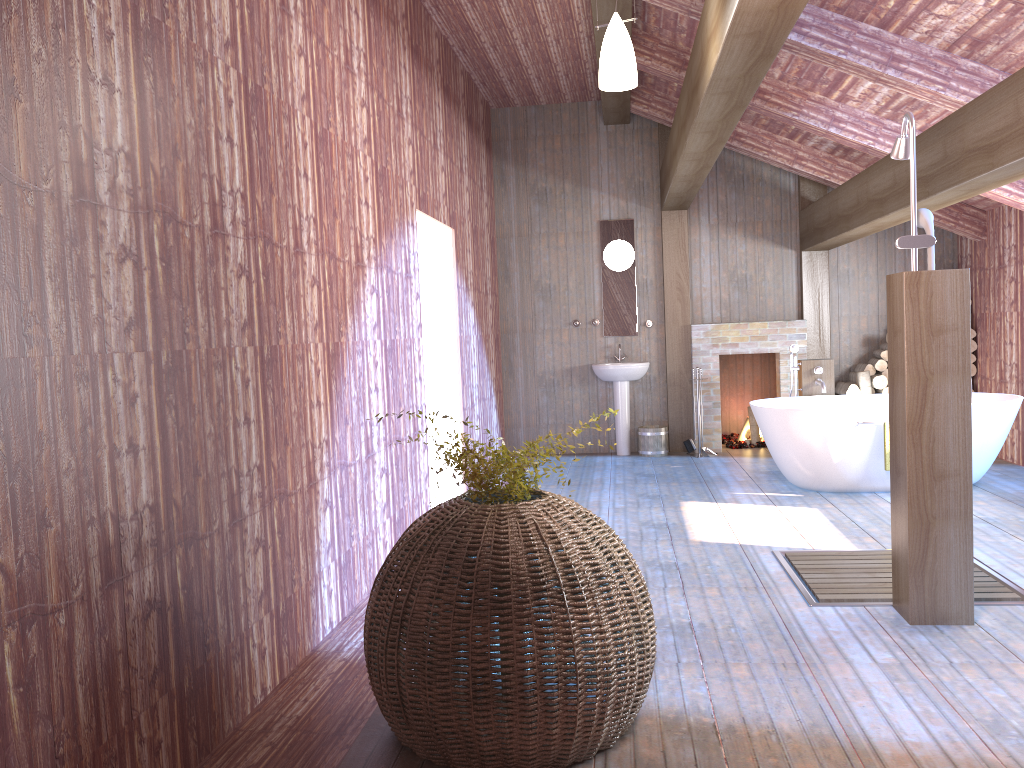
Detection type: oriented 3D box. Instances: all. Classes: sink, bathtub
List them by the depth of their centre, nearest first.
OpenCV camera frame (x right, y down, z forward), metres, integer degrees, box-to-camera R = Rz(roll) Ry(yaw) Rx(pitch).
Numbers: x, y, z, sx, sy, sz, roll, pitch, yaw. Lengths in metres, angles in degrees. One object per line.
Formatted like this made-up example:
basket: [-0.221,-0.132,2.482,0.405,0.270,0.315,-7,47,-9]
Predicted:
bathtub: [2.846,0.234,6.857,1.935,1.109,1.460,-1,4,29]
sink: [1.116,0.166,9.012,0.582,1.143,0.475,-2,3,7]

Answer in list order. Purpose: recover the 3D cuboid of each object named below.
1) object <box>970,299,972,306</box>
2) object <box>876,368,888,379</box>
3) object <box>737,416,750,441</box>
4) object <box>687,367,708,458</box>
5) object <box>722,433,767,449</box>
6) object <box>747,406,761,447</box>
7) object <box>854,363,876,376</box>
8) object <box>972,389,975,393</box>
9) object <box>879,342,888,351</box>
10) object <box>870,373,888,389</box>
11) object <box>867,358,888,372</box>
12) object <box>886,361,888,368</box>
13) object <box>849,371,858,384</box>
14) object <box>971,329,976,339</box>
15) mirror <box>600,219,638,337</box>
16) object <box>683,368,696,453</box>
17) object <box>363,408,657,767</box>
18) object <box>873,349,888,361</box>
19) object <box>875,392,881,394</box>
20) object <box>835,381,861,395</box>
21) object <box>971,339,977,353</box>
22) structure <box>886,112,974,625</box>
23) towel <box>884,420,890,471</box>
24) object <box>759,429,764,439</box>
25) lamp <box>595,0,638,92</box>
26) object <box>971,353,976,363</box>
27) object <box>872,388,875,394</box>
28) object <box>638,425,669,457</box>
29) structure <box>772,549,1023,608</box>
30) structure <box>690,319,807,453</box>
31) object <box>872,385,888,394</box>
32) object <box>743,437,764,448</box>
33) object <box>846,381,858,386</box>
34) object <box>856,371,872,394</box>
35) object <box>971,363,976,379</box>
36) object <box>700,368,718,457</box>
object: [4.327,-0.771,8.561,0.112,0.113,0.271,-2,3,7]
object: [3.624,-0.104,8.660,0.111,0.113,0.301,-2,3,6]
object: [2.514,0.497,9.499,0.221,0.306,0.121,0,4,34]
object: [1.831,0.271,8.828,0.333,0.888,0.276,-5,4,-41]
object: [2.602,0.606,9.650,0.829,0.085,0.935,-3,3,-11]
object: [2.546,0.449,9.325,0.098,0.434,0.283,-2,3,5]
object: [3.465,-0.144,8.708,0.114,0.113,0.301,-2,3,5]
object: [4.335,0.090,8.598,0.139,0.137,0.455,-2,3,5]
object: [3.705,-0.333,8.629,0.135,0.145,0.439,-2,3,8]
object: [3.537,-0.035,8.665,0.138,0.147,0.440,-2,3,8]
object: [3.560,-0.190,8.645,0.115,0.123,0.291,-2,3,8]
object: [3.698,-0.196,8.633,0.141,0.143,0.437,-2,3,5]
object: [3.429,-0.062,8.787,0.108,0.113,0.302,-2,3,8]
object: [4.333,-0.492,8.541,0.102,0.109,0.438,-2,3,8]
mirror: [1.102,-1.090,9.145,0.350,1.199,0.009,-2,3,7]
object: [1.754,0.267,8.786,0.136,0.846,0.062,-3,3,-12]
object: [-0.016,0.609,2.962,0.972,1.073,0.970,-3,3,-12]
object: [3.612,-0.283,8.649,0.106,0.112,0.282,-2,3,8]
object: [3.515,0.168,8.705,0.155,0.174,0.483,-2,3,6]
object: [3.289,0.056,8.711,0.139,0.137,0.455,-2,3,5]
object: [4.326,-0.379,8.553,0.147,0.152,0.439,-2,3,8]
structure: [1.813,-0.094,3.855,0.328,2.209,0.522,-1,4,28]
towel: [2.833,0.431,6.294,0.370,0.361,0.032,-2,3,3]
object: [2.682,0.446,9.539,0.140,0.459,0.266,-1,4,25]
lamp: [0.456,-1.835,3.953,0.174,1.001,0.174,-3,3,-12]
object: [4.339,-0.261,8.555,0.102,0.109,0.438,-2,3,8]
object: [3.490,0.060,8.770,0.121,0.124,0.291,-2,3,8]
object: [1.430,0.578,8.974,0.309,0.290,0.308,-1,3,17]
structure: [1.907,0.983,4.459,1.000,0.067,1.000,-2,3,7]
structure: [2.398,0.035,8.987,1.130,1.330,0.226,-2,3,7]
object: [3.631,0.070,8.676,0.139,0.148,0.458,-2,3,8]
object: [2.547,0.612,9.344,0.278,0.084,0.085,-5,4,-36]
object: [3.392,0.022,8.794,0.099,0.093,0.280,-2,3,8]
object: [3.388,0.023,8.514,0.147,0.298,0.109,-2,3,10]
object: [4.337,-0.095,8.575,0.137,0.256,0.439,-2,3,8]
object: [1.898,0.274,8.756,0.126,0.871,0.206,-5,4,-40]
